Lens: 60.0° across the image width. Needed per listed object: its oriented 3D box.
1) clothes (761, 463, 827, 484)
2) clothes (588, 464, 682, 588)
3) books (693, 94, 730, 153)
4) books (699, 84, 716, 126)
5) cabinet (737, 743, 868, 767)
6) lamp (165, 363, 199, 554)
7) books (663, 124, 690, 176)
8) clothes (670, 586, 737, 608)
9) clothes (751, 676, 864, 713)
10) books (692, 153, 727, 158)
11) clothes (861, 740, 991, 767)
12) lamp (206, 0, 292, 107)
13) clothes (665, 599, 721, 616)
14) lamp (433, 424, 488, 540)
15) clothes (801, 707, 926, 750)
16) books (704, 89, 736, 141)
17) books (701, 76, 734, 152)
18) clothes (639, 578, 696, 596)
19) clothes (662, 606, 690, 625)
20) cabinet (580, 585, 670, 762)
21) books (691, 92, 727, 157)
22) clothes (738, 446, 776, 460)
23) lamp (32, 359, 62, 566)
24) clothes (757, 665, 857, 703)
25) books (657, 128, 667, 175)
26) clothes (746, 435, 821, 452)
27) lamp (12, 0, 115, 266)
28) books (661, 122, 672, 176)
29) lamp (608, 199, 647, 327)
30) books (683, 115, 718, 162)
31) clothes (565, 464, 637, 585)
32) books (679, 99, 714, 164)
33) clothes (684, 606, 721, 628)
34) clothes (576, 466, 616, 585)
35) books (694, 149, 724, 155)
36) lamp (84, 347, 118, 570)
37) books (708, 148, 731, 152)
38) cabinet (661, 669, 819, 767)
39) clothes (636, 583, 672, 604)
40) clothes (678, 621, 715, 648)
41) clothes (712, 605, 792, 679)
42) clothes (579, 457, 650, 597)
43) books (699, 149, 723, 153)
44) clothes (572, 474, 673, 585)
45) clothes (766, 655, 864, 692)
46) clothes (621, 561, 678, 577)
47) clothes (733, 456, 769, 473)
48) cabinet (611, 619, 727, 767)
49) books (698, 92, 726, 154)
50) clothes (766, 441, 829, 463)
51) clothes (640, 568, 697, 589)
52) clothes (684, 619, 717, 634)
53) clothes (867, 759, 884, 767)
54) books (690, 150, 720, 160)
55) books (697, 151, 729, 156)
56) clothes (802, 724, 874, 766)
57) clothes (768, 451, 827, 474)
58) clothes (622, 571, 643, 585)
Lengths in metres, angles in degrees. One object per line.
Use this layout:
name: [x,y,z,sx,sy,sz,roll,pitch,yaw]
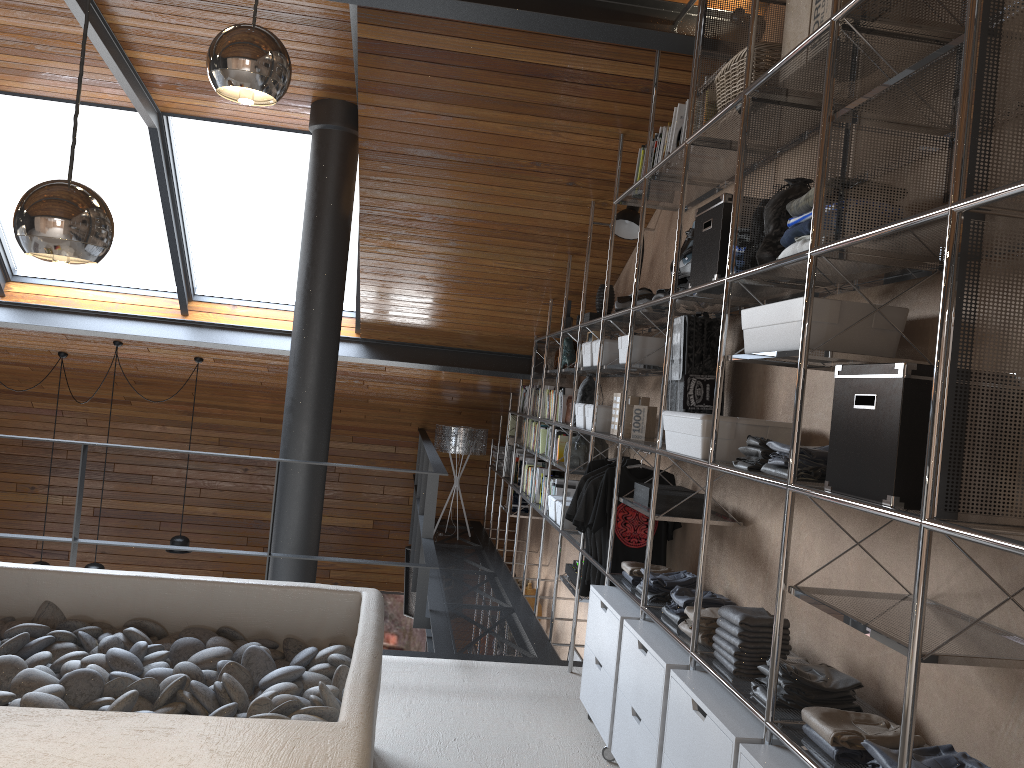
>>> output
clothes: [0.821,0.237,2.371,0.243,0.045,0.208,6,-1,-7]
clothes: [0.546,0.708,3.970,0.424,0.689,0.090,6,-1,-8]
books: [0.780,-1.003,3.416,0.148,0.206,0.018,6,-1,-7]
books: [0.777,-1.017,3.370,0.129,0.231,0.010,6,-1,-7]
cabinet: [0.767,1.166,1.900,0.435,0.561,0.527,6,-1,-7]
lamp: [-2.676,0.602,7.337,0.210,1.565,0.210,5,-1,30]
books: [0.725,-1.002,3.803,0.123,0.201,0.071,6,-1,-7]
clothes: [0.673,0.756,3.114,0.204,0.049,0.184,6,-1,-8]
clothes: [0.768,0.817,2.346,0.243,0.045,0.208,6,-1,-8]
books: [0.785,-1.001,3.490,0.148,0.206,0.014,6,-1,-7]
clothes: [0.834,0.761,1.765,0.200,0.052,0.194,6,-1,-6]
lamp: [-0.402,-1.235,1.587,0.146,1.474,0.146,5,-1,24]
clothes: [0.653,0.784,3.114,0.203,0.053,0.198,6,-1,-3]
lamp: [-0.501,0.886,8.062,0.475,1.002,0.475,5,-1,17]
clothes: [0.797,0.784,2.012,0.221,0.050,0.196,6,-1,-5]
books: [0.790,-1.001,3.343,0.129,0.203,0.021,6,-1,-7]
books: [0.795,-1.033,3.389,0.143,0.268,0.020,6,-1,-7]
clothes: [0.612,0.787,3.452,0.215,0.047,0.191,6,-1,-7]
clothes: [0.667,0.812,3.123,0.242,0.048,0.207,6,-1,-10]
cabinet: [0.556,1.163,3.576,0.435,0.561,0.527,6,-1,-7]
books: [0.783,-1.016,3.476,0.148,0.234,0.013,6,-1,-7]
clothes: [0.809,0.219,2.637,0.215,0.047,0.191,6,-1,-8]
lamp: [-3.820,0.603,7.363,0.210,2.003,0.210,5,-1,30]
clothes: [0.787,0.795,2.351,0.215,0.047,0.191,6,-1,-8]
books: [0.716,-1.004,3.875,0.131,0.203,0.068,6,-1,-7]
clothes: [0.807,0.187,2.622,0.200,0.052,0.194,6,-1,-6]
lamp: [-0.635,-1.072,1.430,0.146,1.771,0.146,5,-1,18]
books: [0.721,-1.009,3.831,0.133,0.215,0.070,6,-1,-7]
lamp: [0.618,-0.649,4.703,0.322,0.660,0.233,6,-1,-44]
books: [0.768,-1.016,3.549,0.148,0.234,0.033,6,-1,-7]
clothes: [0.491,0.683,4.293,0.488,0.586,0.074,6,-1,-14]
books: [0.760,-1.015,3.571,0.148,0.233,0.053,6,-1,-7]
clothes: [0.683,0.754,2.869,0.212,0.047,0.187,6,-1,-7]
clothes: [0.538,0.686,4.176,0.488,0.586,0.074,6,-1,-14]
books: [0.778,-0.988,3.450,0.128,0.176,0.009,6,-1,-7]
lamp: [-3.256,0.610,7.106,0.210,1.911,0.210,5,-1,30]
books: [0.800,-1.001,3.404,0.130,0.206,0.010,6,-1,-7]
cabinet: [0.700,1.165,2.455,0.435,0.561,0.527,6,-1,-7]
clothes: [0.626,0.814,3.457,0.243,0.045,0.208,6,-1,-7]
clothes: [0.687,0.810,2.875,0.238,0.053,0.212,6,-1,-9]
clothes: [0.706,0.749,2.592,0.184,0.172,0.201,6,-1,-5]
clothes: [0.500,0.707,4.335,0.424,0.689,0.090,6,-1,-8]
books: [0.770,-1.003,3.428,0.130,0.208,0.010,6,-1,-7]
clothes: [0.515,0.683,4.106,0.488,0.586,0.074,6,-1,-14]
clothes: [0.785,0.763,2.336,0.200,0.052,0.194,6,-1,-6]
clothes: [0.583,0.781,3.716,0.221,0.050,0.196,6,-1,-5]
clothes: [0.789,0.241,2.632,0.243,0.045,0.208,6,-1,-8]
cabinet: [0.629,1.164,3.022,0.435,0.561,0.527,6,-1,-7]
books: [0.786,-1.015,3.440,0.129,0.231,0.010,6,-1,-7]
clothes: [0.814,0.180,2.383,0.200,0.052,0.194,6,-1,-6]
clothes: [0.620,0.758,3.469,0.200,0.052,0.194,6,-1,-6]
clothes: [0.674,0.779,2.857,0.229,0.052,0.199,6,-1,-4]
clothes: [0.826,0.791,1.749,0.215,0.047,0.191,6,-1,-7]
books: [0.768,-0.999,3.522,0.143,0.199,0.054,6,-1,-7]
books: [0.794,-1.005,3.463,0.136,0.213,0.014,6,-1,-7]
clothes: [0.808,0.817,2.015,0.248,0.043,0.189,6,-1,2]
clothes: [0.806,0.209,2.366,0.215,0.047,0.191,6,-1,-7]
clothes: [0.594,0.813,3.719,0.248,0.043,0.189,6,-1,2]
